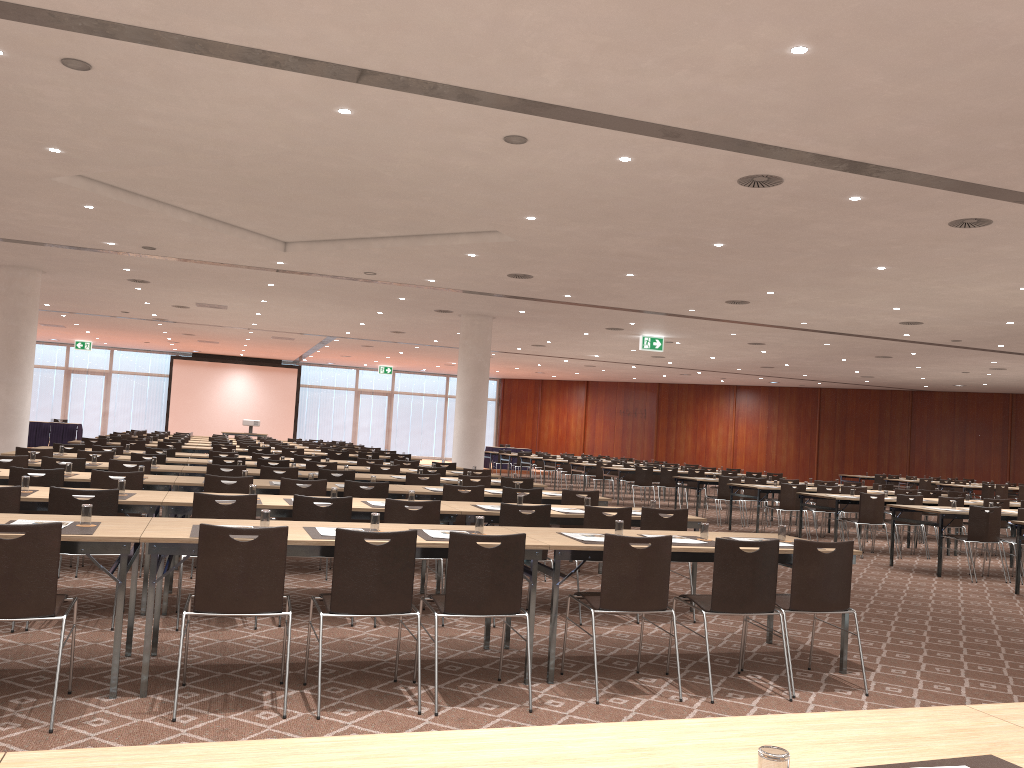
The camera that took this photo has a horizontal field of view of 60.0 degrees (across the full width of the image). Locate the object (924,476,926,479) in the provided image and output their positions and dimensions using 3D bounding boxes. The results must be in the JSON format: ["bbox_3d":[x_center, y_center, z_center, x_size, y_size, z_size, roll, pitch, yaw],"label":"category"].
[{"bbox_3d":[13.283,3.009,28.534,0.054,0.114,0.054,3,-3,15],"label":"object"}]

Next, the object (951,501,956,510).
[{"bbox_3d":[5.905,1.617,11.849,0.054,0.114,0.054,5,-3,-30],"label":"object"}]

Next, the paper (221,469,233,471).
[{"bbox_3d":[-3.549,1.039,10.792,0.283,0.006,0.398,4,-3,-17],"label":"paper"}]

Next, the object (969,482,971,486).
[{"bbox_3d":[12.406,2.700,24.022,0.054,0.114,0.054,3,-3,15],"label":"object"}]

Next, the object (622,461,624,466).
[{"bbox_3d":[2.880,2.062,22.970,0.054,0.114,0.054,1,-3,38],"label":"object"}]

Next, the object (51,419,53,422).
[{"bbox_3d":[-15.041,1.185,28.971,0.054,0.114,0.054,4,-3,-7],"label":"object"}]

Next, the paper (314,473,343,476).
[{"bbox_3d":[-2.251,1.141,11.137,0.460,0.003,0.565,5,-3,-20],"label":"paper"}]

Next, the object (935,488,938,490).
[{"bbox_3d":[8.030,2.025,16.772,0.054,0.114,0.054,1,-3,38],"label":"object"}]

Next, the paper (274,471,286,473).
[{"bbox_3d":[-2.908,1.088,10.981,0.284,0.006,0.398,5,-3,-20],"label":"paper"}]

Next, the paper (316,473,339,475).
[{"bbox_3d":[-2.323,1.135,11.180,0.284,0.006,0.398,5,-3,-18],"label":"paper"}]

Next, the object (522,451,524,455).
[{"bbox_3d":[0.361,2.219,28.450,0.054,0.114,0.054,5,-3,-30],"label":"object"}]

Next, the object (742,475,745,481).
[{"bbox_3d":[4.627,1.873,17.748,0.054,0.114,0.054,5,-3,-30],"label":"object"}]

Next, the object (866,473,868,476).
[{"bbox_3d":[11.130,2.837,27.813,0.054,0.114,0.054,1,-3,38],"label":"object"}]

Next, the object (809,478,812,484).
[{"bbox_3d":[6.151,1.995,18.261,0.054,0.114,0.054,3,-3,15],"label":"object"}]

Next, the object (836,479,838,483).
[{"bbox_3d":[6.765,2.043,18.462,0.054,0.114,0.054,3,-3,15],"label":"object"}]

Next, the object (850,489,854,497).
[{"bbox_3d":[5.277,1.686,13.747,0.054,0.114,0.054,4,-3,-7],"label":"object"}]

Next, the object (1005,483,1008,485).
[{"bbox_3d":[13.624,2.797,24.426,0.054,0.114,0.054,3,-3,15],"label":"object"}]

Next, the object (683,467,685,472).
[{"bbox_3d":[4.125,2.042,21.281,0.054,0.114,0.054,1,-3,38],"label":"object"}]

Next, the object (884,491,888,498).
[{"bbox_3d":[5.886,1.735,13.957,0.054,0.114,0.054,4,-3,-7],"label":"object"}]

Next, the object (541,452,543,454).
[{"bbox_3d":[0.974,2.268,28.649,0.054,0.114,0.054,5,-3,-30],"label":"object"}]

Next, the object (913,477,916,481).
[{"bbox_3d":[11.766,2.769,25.926,0.054,0.114,0.054,3,-3,15],"label":"object"}]

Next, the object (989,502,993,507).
[{"bbox_3d":[6.517,1.667,12.063,0.054,0.114,0.054,5,-3,-30],"label":"object"}]

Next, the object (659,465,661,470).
[{"bbox_3d":[3.513,1.993,21.065,0.054,0.114,0.054,1,-3,38],"label":"object"}]

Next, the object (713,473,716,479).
[{"bbox_3d":[4.013,1.825,17.556,0.054,0.114,0.054,5,-3,-30],"label":"object"}]

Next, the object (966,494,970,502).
[{"bbox_3d":[7.432,1.858,14.465,0.054,0.114,0.054,3,-3,15],"label":"object"}]

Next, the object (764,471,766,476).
[{"bbox_3d":[6.270,2.212,21.979,0.054,0.114,0.054,3,-3,15],"label":"object"}]

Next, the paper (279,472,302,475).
[{"bbox_3d":[-2.840,1.093,10.916,0.460,0.003,0.565,5,-3,-18],"label":"paper"}]

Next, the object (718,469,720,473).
[{"bbox_3d":[5.046,2.116,21.587,0.054,0.114,0.054,3,-3,15],"label":"object"}]

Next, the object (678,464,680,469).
[{"bbox_3d":[4.418,2.185,23.485,0.054,0.114,0.054,3,-3,15],"label":"object"}]

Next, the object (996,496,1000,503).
[{"bbox_3d":[8.045,1.907,14.673,0.054,0.114,0.054,3,-3,15],"label":"object"}]

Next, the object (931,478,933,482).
[{"bbox_3d":[12.374,2.818,26.125,0.054,0.114,0.054,3,-3,15],"label":"object"}]

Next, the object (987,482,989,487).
[{"bbox_3d":[13.009,2.749,24.235,0.054,0.114,0.054,3,-3,15],"label":"object"}]

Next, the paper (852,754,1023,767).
[{"bbox_3d":[0.949,0.797,1.624,0.460,0.003,0.565,5,-3,-21],"label":"paper"}]

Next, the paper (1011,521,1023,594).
[{"bbox_3d":[6.963,2.063,10.133,2.267,0.832,0.953,5,-3,-18],"label":"paper"}]

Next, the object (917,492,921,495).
[{"bbox_3d":[6.500,1.784,14.152,0.054,0.114,0.054,4,-3,-7],"label":"object"}]

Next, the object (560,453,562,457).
[{"bbox_3d":[1.588,2.317,28.861,0.054,0.114,0.054,5,-3,-30],"label":"object"}]

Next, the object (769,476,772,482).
[{"bbox_3d":[5.229,1.922,17.959,0.054,0.114,0.054,5,-3,-30],"label":"object"}]

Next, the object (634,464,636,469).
[{"bbox_3d":[2.899,1.944,20.864,0.054,0.114,0.054,1,-3,38],"label":"object"}]

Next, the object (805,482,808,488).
[{"bbox_3d":[5.260,1.805,15.862,0.054,0.114,0.054,5,-3,-30],"label":"object"}]

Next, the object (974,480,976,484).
[{"bbox_3d":[13.911,2.939,26.629,0.054,0.114,0.054,1,-3,38],"label":"object"}]

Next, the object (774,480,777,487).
[{"bbox_3d":[4.650,1.756,15.645,0.054,0.114,0.054,5,-3,-30],"label":"object"}]

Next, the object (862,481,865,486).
[{"bbox_3d":[7.394,2.093,18.668,0.054,0.114,0.054,3,-3,15],"label":"object"}]

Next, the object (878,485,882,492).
[{"bbox_3d":[6.792,1.927,16.365,0.054,0.114,0.054,1,-3,38],"label":"object"}]

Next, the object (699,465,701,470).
[{"bbox_3d":[5.031,2.234,23.687,0.054,0.114,0.054,3,-3,15],"label":"object"}]

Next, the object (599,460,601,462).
[{"bbox_3d":[2.257,2.013,22.759,0.054,0.114,0.054,1,-3,38],"label":"object"}]

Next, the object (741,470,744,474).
[{"bbox_3d":[5.663,2.165,21.790,0.054,0.114,0.054,3,-3,15],"label":"object"}]

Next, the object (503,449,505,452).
[{"bbox_3d":[-0.277,2.288,30.348,0.054,0.114,0.054,5,-3,-30],"label":"object"}]

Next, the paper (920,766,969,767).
[{"bbox_3d":[0.884,0.791,1.655,0.283,0.006,0.398,4,-3,-16],"label":"paper"}]

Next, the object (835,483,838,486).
[{"bbox_3d":[5.875,1.853,16.057,0.054,0.114,0.054,5,-3,-30],"label":"object"}]

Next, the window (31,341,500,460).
[{"bbox_3d":[-11.535,0.816,37.180,22.967,3.870,0.217,5,-3,-18],"label":"window"}]

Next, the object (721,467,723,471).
[{"bbox_3d":[5.654,2.282,23.879,0.054,0.114,0.054,3,-3,15],"label":"object"}]

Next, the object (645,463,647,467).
[{"bbox_3d":[3.497,2.111,23.172,0.054,0.114,0.054,1,-3,38],"label":"object"}]

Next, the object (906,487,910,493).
[{"bbox_3d":[7.399,1.975,16.569,0.054,0.114,0.054,1,-3,38],"label":"object"}]

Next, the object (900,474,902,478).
[{"bbox_3d":[12.367,2.936,28.225,0.054,0.114,0.054,1,-3,38],"label":"object"}]
